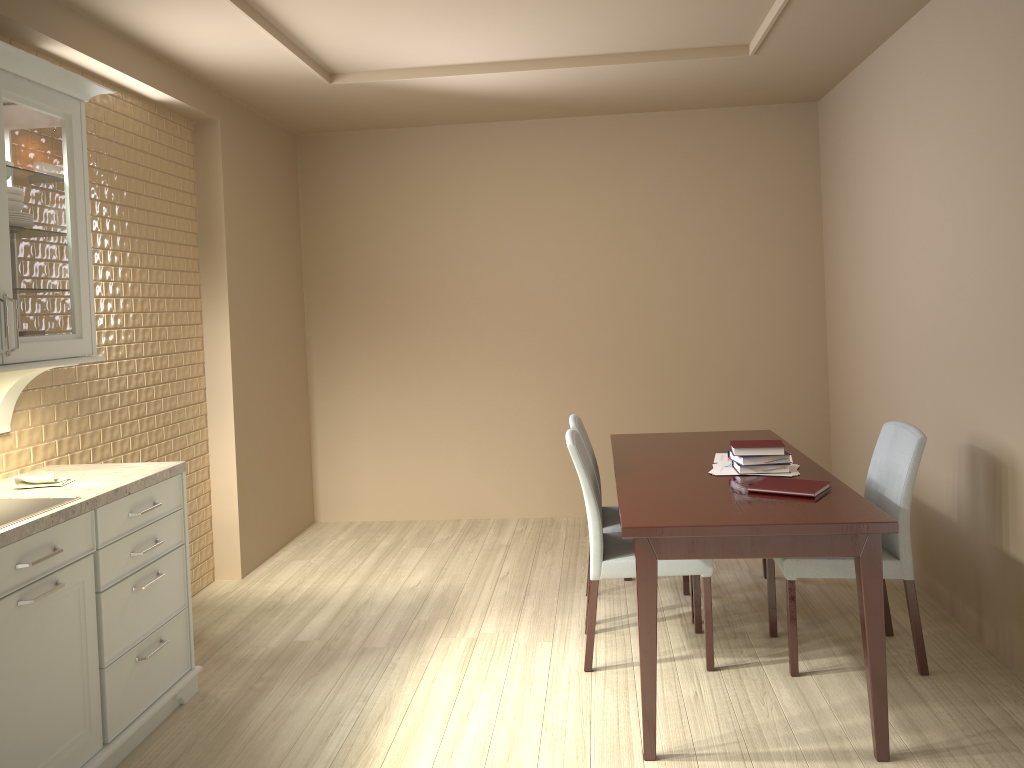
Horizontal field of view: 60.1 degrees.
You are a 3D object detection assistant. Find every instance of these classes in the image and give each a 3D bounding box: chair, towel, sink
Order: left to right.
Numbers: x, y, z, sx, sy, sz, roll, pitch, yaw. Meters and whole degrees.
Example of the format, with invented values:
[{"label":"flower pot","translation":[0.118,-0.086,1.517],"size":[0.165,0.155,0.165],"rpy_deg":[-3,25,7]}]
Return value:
[{"label":"sink","translation":[-1.432,0.558,2.309],"size":[0.380,0.414,0.486],"rpy_deg":[-2,3,5]},{"label":"towel","translation":[-1.471,0.297,2.785],"size":[0.171,0.050,0.164],"rpy_deg":[-3,5,-9]},{"label":"chair","translation":[0.514,0.543,3.765],"size":[0.505,0.827,0.400],"rpy_deg":[-2,2,5]},{"label":"chair","translation":[0.472,0.585,3.310],"size":[0.505,0.827,0.400],"rpy_deg":[-2,2,5]},{"label":"chair","translation":[1.196,0.564,3.195],"size":[0.505,0.827,0.400],"rpy_deg":[-2,2,5]}]

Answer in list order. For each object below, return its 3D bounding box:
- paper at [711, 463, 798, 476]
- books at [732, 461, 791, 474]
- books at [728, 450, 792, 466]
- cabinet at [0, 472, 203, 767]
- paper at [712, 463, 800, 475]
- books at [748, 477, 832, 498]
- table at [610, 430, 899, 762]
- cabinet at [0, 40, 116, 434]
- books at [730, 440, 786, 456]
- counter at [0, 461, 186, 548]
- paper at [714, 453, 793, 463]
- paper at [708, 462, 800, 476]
[{"label":"paper","translation":[0.881,0.308,3.212],"size":[0.290,0.001,0.211],"rpy_deg":[-1,5,20]},{"label":"books","translation":[0.898,0.293,3.193],"size":[0.182,0.032,0.165],"rpy_deg":[-2,5,5]},{"label":"books","translation":[0.892,0.261,3.192],"size":[0.183,0.032,0.165],"rpy_deg":[-3,5,-5]},{"label":"cabinet","translation":[-1.529,0.801,2.061],"size":[0.637,0.791,2.227],"rpy_deg":[-2,5,6]},{"label":"paper","translation":[0.881,0.309,3.212],"size":[0.290,0.001,0.211],"rpy_deg":[-2,5,10]},{"label":"books","translation":[0.901,0.334,2.865],"size":[0.215,0.017,0.194],"rpy_deg":[1,6,35]},{"label":"table","translation":[0.776,0.648,3.323],"size":[0.751,0.678,1.765],"rpy_deg":[-2,4,5]},{"label":"cabinet","translation":[-1.587,-0.324,2.019],"size":[0.411,1.110,1.935],"rpy_deg":[-2,4,6]},{"label":"books","translation":[0.885,0.229,3.192],"size":[0.182,0.032,0.165],"rpy_deg":[-2,5,10]},{"label":"counter","translation":[-1.506,0.398,2.041],"size":[0.522,0.035,2.206],"rpy_deg":[-2,5,5]},{"label":"paper","translation":[0.940,0.289,3.450],"size":[0.290,0.001,0.211],"rpy_deg":[-1,5,15]},{"label":"paper","translation":[0.881,0.309,3.212],"size":[0.290,0.001,0.211],"rpy_deg":[0,6,25]}]
